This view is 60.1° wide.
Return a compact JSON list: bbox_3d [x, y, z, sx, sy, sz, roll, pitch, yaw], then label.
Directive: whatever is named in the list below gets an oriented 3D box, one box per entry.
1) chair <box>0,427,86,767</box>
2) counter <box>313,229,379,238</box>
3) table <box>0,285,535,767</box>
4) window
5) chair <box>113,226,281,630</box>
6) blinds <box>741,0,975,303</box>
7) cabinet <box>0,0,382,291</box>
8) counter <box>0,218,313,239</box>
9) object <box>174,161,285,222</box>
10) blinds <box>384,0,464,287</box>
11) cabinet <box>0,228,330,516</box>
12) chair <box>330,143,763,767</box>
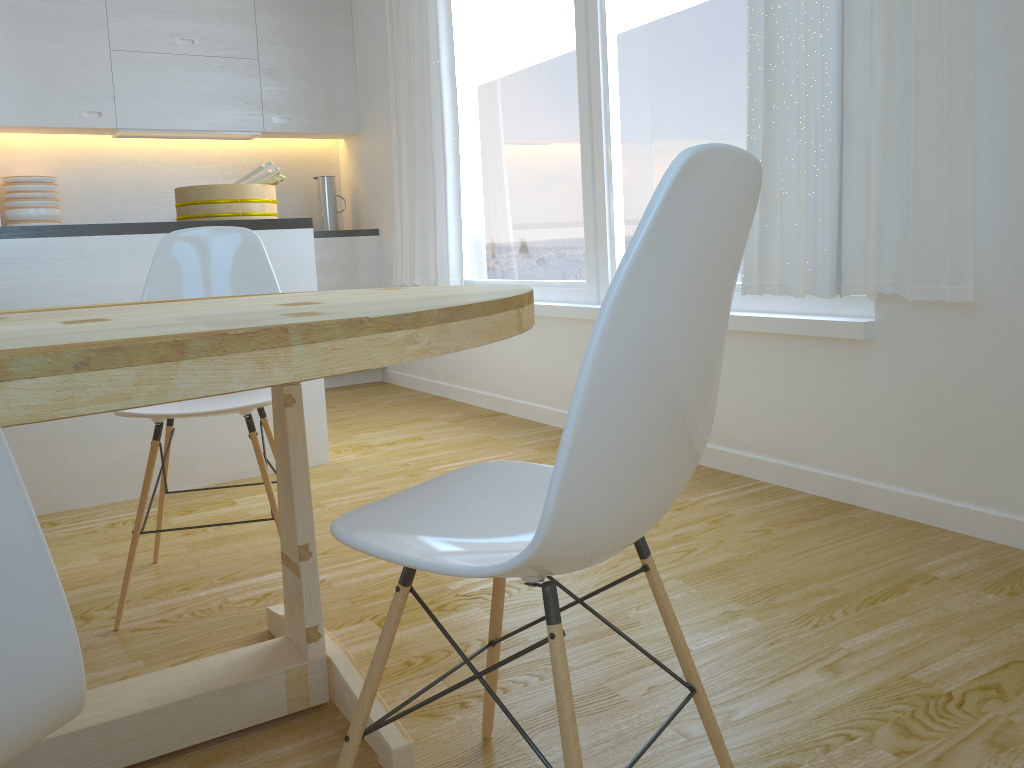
[{"bbox_3d":[-0.544,0.289,0.623,0.431,0.896,0.525,-7,7,-31],"label":"chair"},{"bbox_3d":[-1.824,-0.837,5.157,2.007,0.040,0.603,-8,10,-31],"label":"counter"},{"bbox_3d":[-0.921,0.292,1.279,2.197,0.720,1.198,-8,10,-32],"label":"table"},{"bbox_3d":[0.348,-1.284,3.607,0.088,1.905,2.737,-6,8,-31],"label":"window"},{"bbox_3d":[-0.755,0.050,2.218,0.430,0.896,0.526,-4,6,-11],"label":"chair"},{"bbox_3d":[0.856,-1.300,2.368,0.150,2.147,0.797,-6,7,-30],"label":"blinds"},{"bbox_3d":[-2.320,-1.073,4.767,3.211,2.287,0.482,-8,7,-31],"label":"cabinet"},{"bbox_3d":[-1.934,-0.493,2.993,2.408,0.040,0.603,-8,10,-31],"label":"counter"},{"bbox_3d":[-1.088,-0.734,3.450,0.429,0.213,0.381,-3,8,-3],"label":"object"},{"bbox_3d":[-0.529,-1.584,4.641,0.150,2.147,0.797,-6,7,-31],"label":"blinds"},{"bbox_3d":[-1.910,-0.024,3.037,2.408,0.904,0.603,-8,8,-31],"label":"cabinet"},{"bbox_3d":[0.035,0.182,1.114,0.523,0.896,0.432,1,7,34],"label":"chair"}]
